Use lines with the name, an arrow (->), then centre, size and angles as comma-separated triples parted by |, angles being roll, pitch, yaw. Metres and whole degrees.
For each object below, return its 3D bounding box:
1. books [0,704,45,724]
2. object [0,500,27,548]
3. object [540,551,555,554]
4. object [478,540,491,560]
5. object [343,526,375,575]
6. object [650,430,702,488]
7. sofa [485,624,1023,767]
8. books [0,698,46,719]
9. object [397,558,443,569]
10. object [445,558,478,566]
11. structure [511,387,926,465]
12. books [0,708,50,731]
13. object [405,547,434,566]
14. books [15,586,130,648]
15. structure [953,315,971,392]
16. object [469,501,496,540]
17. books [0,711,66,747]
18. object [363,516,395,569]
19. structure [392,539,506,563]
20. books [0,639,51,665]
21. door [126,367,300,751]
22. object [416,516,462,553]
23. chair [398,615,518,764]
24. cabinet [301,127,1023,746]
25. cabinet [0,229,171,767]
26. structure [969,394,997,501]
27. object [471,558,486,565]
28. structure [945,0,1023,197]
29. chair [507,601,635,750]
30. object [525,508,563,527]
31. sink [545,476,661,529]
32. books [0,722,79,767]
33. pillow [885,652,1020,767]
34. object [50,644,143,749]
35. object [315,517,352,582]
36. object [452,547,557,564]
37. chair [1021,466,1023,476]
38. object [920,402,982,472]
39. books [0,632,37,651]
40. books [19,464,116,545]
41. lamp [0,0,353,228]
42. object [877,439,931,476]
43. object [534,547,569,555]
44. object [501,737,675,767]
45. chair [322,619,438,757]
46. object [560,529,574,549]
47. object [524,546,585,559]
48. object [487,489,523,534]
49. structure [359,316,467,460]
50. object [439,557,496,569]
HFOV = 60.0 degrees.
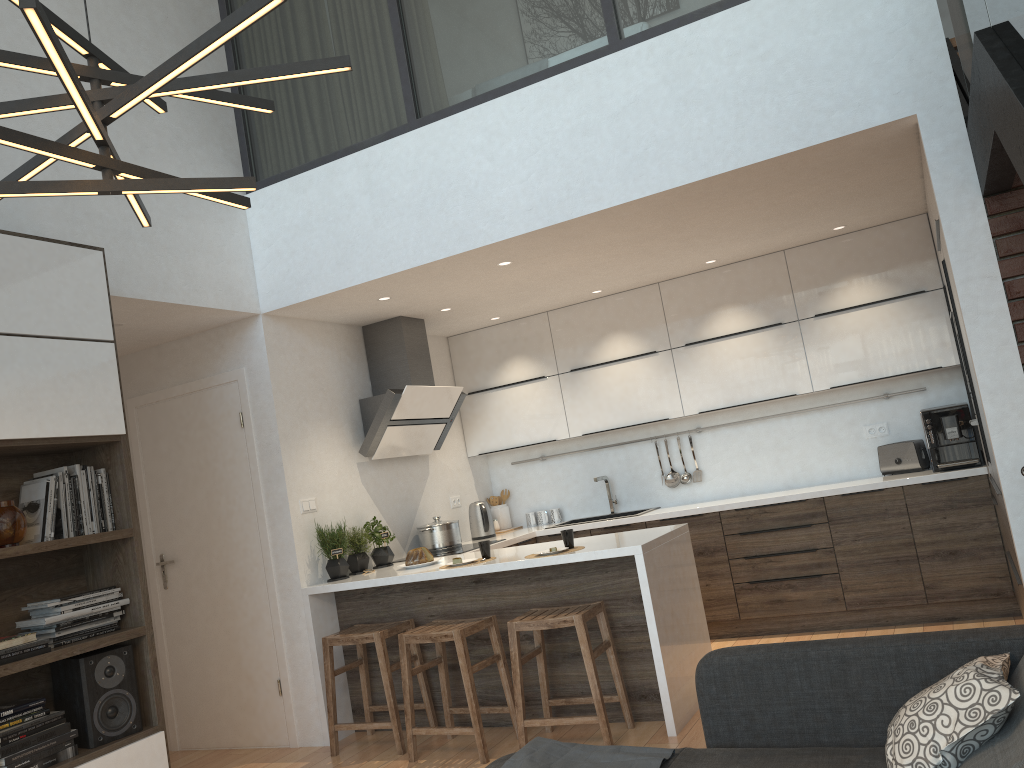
books -> -1.810, 1.190, 3.178 | 0.142, 0.015, 0.198 | -12, -6, 24
object -> -1.860, 0.517, 3.264 | 0.130, 0.171, 0.130 | -7, -6, -25
object -> 0.182, 0.817, 4.300 | 0.025, 0.012, 0.126 | -4, -8, -45
object -> -0.141, 0.876, 4.672 | 0.066, 0.093, 0.066 | -7, -7, -29
object -> -0.903, 0.968, 5.208 | 0.221, 0.283, 0.211 | -15, -7, 39
object -> 1.183, 0.543, 6.362 | 0.320, 0.389, 0.069 | -13, -7, 27
sofa -> -0.073, 0.923, 1.263 | 2.108, 0.995, 3.169 | -13, -6, 26
books -> -1.825, 1.174, 3.189 | 0.161, 0.023, 0.213 | -13, -7, 29
object -> -0.516, 1.010, 4.974 | 0.261, 0.021, 0.261 | -12, -6, 20
object -> -0.261, 0.930, 4.614 | 0.176, 0.014, 0.176 | -12, -6, 15
structure -> 1.323, 0.328, 6.306 | 3.000, 0.045, 0.050 | -13, -6, 25
books -> -1.804, 1.208, 3.176 | 0.161, 0.023, 0.213 | -13, -7, 29
object -> -0.527, 0.974, 4.992 | 0.155, 0.101, 0.161 | -12, -6, 21
books -> -1.720, 0.911, 3.459 | 0.224, 0.176, 0.374 | -13, -6, 25
structure -> 2.628, -0.204, 4.681 | 0.459, 0.430, 0.595 | -13, -6, 25
object -> -0.230, 0.982, 6.408 | 0.179, 0.270, 0.220 | -11, -6, 13
books -> -1.791, 1.238, 3.172 | 0.224, 0.042, 0.277 | -12, -6, 21
object -> -0.813, 0.956, 5.382 | 0.179, 0.311, 0.172 | -14, -7, 36
structure -> -0.415, 1.079, 5.732 | 0.550, 0.006, 0.609 | -13, -6, 25
books -> -1.839, 0.962, 3.118 | 0.250, 0.047, 0.310 | -13, -7, 31
door -> -1.774, 1.047, 5.172 | 0.974, 2.136, 0.085 | -13, -6, 25
object -> -0.486, 0.994, 5.920 | 0.315, 0.223, 0.288 | -7, -6, -23
chair -> -0.265, 1.470, 4.303 | 0.450, 0.600, 0.350 | -13, -7, 30
cabinet -> 0.852, 0.452, 5.231 | 3.495, 2.401, 2.401 | -13, -6, 25
cabinet -> -2.531, 0.647, 1.868 | 0.338, 2.494, 4.036 | -13, -6, 25
structure -> 2.697, 0.290, 4.638 | 0.495, 0.570, 0.595 | -13, -6, 25
object -> -0.171, 0.910, 4.552 | 0.025, 0.011, 0.126 | -13, -7, 29
structure -> 1.874, -0.376, 1.883 | 1.289, 3.460, 5.660 | -13, -6, 25
chair -> 0.258, 1.361, 4.136 | 0.450, 0.600, 0.350 | -12, -6, 23
object -> 0.240, 1.023, 6.784 | 0.297, 0.105, 0.112 | -13, -7, 27
sink -> 0.645, 0.925, 6.323 | 0.706, 0.518, 0.512 | -13, -6, 25
books -> -1.757, 1.316, 3.160 | 0.248, 0.123, 0.307 | -12, -6, 21
pillow -> 0.494, 0.747, 1.105 | 0.386, 0.364, 2.734 | -13, -7, 29
object -> -1.621, 1.216, 3.467 | 0.244, 0.331, 0.214 | -14, -7, 35
object -> -1.008, 0.924, 5.018 | 0.186, 0.367, 0.196 | -13, -6, 25
object -> -0.044, 0.864, 4.477 | 0.597, 0.039, 0.064 | -12, -6, 22
chair -> 2.182, 0.690, 2.848 | 0.651, 0.991, 0.700 | -7, -7, -30
object -> 2.658, 0.316, 5.369 | 0.274, 0.378, 0.532 | -13, -6, 25
books -> -1.867, 0.930, 3.142 | 0.266, 0.030, 0.209 | -12, -6, 19
books -> -1.802, 0.478, 3.534 | 0.201, 0.287, 0.332 | -13, -6, 25
lamp -> -1.159, -2.189, 2.054 | 1.200, 3.645, 0.831 | -14, -7, 35
object -> 2.477, 0.466, 5.622 | 0.177, 0.195, 0.260 | -4, -8, -44
object -> 0.194, 0.824, 4.351 | 0.176, 0.014, 0.176 | -13, -7, 30
object -> 0.114, 1.204, 2.298 | 0.548, 0.369, 0.685 | -14, -7, 33
chair -> -0.709, 1.583, 4.657 | 0.450, 0.600, 0.350 | -13, -6, 25
object -> 0.281, 0.776, 4.431 | 0.066, 0.093, 0.066 | -10, -6, -1
object -> 0.211, 0.833, 4.391 | 0.304, 0.002, 0.304 | -6, -7, -32
object -> -0.109, 0.980, 6.821 | 0.221, 0.316, 0.330 | -13, -6, 25
structure -> -0.686, -0.034, 5.890 | 0.407, 0.998, 0.898 | -13, -6, 25
object -> -0.232, 0.936, 4.641 | 0.305, 0.002, 0.305 | -9, -6, -5
